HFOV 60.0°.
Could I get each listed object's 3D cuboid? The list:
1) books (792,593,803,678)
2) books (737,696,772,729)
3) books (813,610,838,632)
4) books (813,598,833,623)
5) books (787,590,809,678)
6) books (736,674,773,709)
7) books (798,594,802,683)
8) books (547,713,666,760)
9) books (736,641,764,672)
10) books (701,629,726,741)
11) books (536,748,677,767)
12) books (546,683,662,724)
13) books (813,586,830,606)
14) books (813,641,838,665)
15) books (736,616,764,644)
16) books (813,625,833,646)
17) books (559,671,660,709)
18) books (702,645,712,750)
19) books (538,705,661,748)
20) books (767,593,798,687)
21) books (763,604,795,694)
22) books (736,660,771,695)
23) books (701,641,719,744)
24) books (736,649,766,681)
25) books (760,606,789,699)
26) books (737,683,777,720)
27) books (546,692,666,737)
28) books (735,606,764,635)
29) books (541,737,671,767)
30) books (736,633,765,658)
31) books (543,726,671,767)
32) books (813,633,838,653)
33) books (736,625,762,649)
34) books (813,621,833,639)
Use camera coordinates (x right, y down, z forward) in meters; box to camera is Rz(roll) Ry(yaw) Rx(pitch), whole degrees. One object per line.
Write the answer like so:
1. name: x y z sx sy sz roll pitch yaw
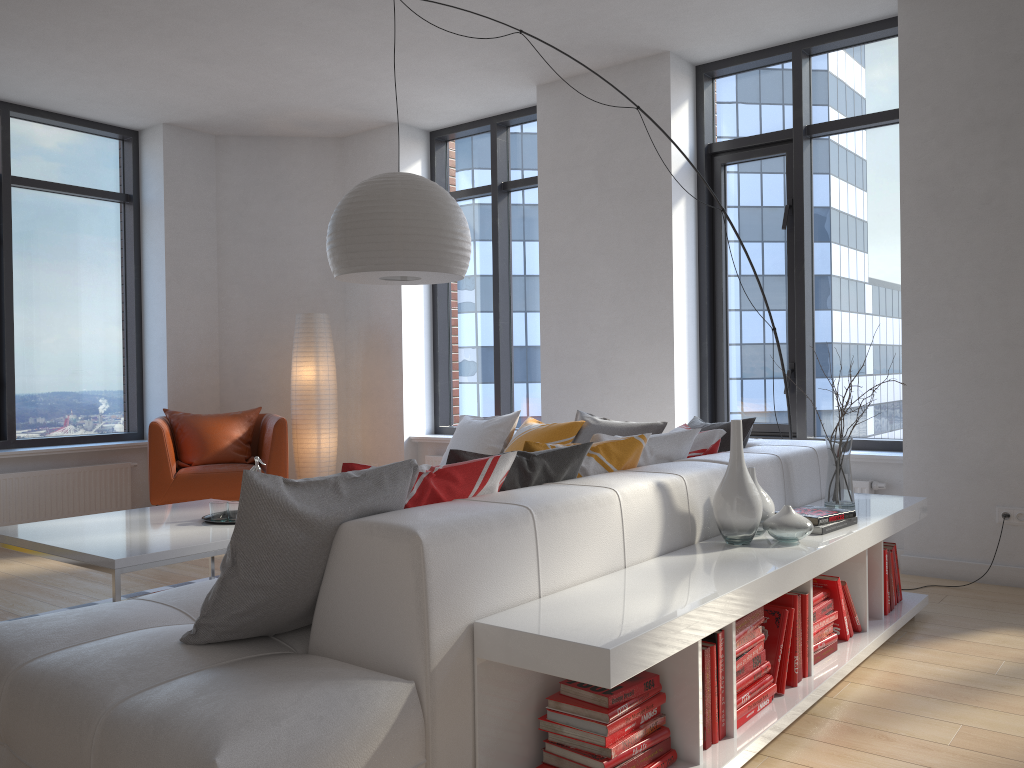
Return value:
1. books: 0.840 0.800 2.854 0.188 0.266 0.028 -1 1 38
2. books: 0.600 0.923 2.556 0.200 0.029 0.274 -1 1 38
3. books: 0.977 0.806 3.054 0.191 0.027 0.261 0 1 42
4. books: 0.962 0.774 3.062 0.206 0.039 0.279 -1 1 37
5. books: 0.869 0.797 2.867 0.181 0.269 0.028 -1 1 38
6. books: 0.611 0.867 2.548 0.187 0.026 0.266 -1 1 37
7. books: 0.814 0.797 2.836 0.215 0.270 0.038 -1 1 38
8. books: 0.234 0.841 2.174 0.182 0.025 0.257 -1 1 38
9. books: 0.590 0.771 2.557 0.191 0.027 0.261 -1 1 34
10. books: 0.474 0.795 2.407 0.214 0.291 0.049 -1 1 38
11. books: 0.230 0.930 2.157 0.227 0.032 0.301 -1 1 38
12. books: 0.228 0.763 2.173 0.178 0.025 0.254 -1 1 37
13. books: 0.938 0.739 3.071 0.227 0.032 0.301 -1 1 38
14. books: 0.969 0.910 3.051 0.206 0.034 0.259 0 1 41
15. books: 0.597 0.697 2.562 0.187 0.026 0.266 -1 1 32
16. books: 0.970 0.855 3.051 0.182 0.025 0.257 -1 1 38
17. books: 0.240 0.736 2.173 0.152 0.029 0.206 0 1 44
18. books: 0.425 0.812 2.352 0.207 0.259 0.034 -1 1 38
19. books: 0.218 0.816 2.181 0.191 0.028 0.261 -1 1 38
20. books: 0.803 0.793 2.796 0.199 0.282 0.046 -1 1 38
21. books: 0.765 0.810 2.746 0.192 0.245 0.115 -1 1 38
22. books: 0.584 0.840 2.573 0.227 0.032 0.301 -1 1 38
23. books: 0.457 0.811 2.376 0.195 0.259 0.042 -1 1 38
24. books: 0.579 0.804 2.569 0.206 0.039 0.279 0 1 39
25. books: 0.734 0.810 2.718 0.188 0.247 0.144 -1 1 38
26. books: 0.615 0.894 2.547 0.188 0.030 0.282 0 1 39
27. books: 0.232 0.788 2.173 0.179 0.028 0.269 0 1 39
28. books: 0.579 0.668 2.552 0.206 0.034 0.259 -1 1 35
29. books: 0.233 0.896 2.175 0.206 0.034 0.259 0 1 41
30. books: 0.599 0.746 2.561 0.178 0.023 0.236 -1 1 38
31. books: 0.233 0.867 2.162 0.187 0.026 0.266 0 1 43
32. books: 0.970 0.881 3.038 0.187 0.026 0.266 0 1 43
33. books: 0.581 0.723 2.551 0.182 0.025 0.257 -1 1 38
34. books: 0.975 0.832 3.044 0.178 0.023 0.236 -1 1 38
